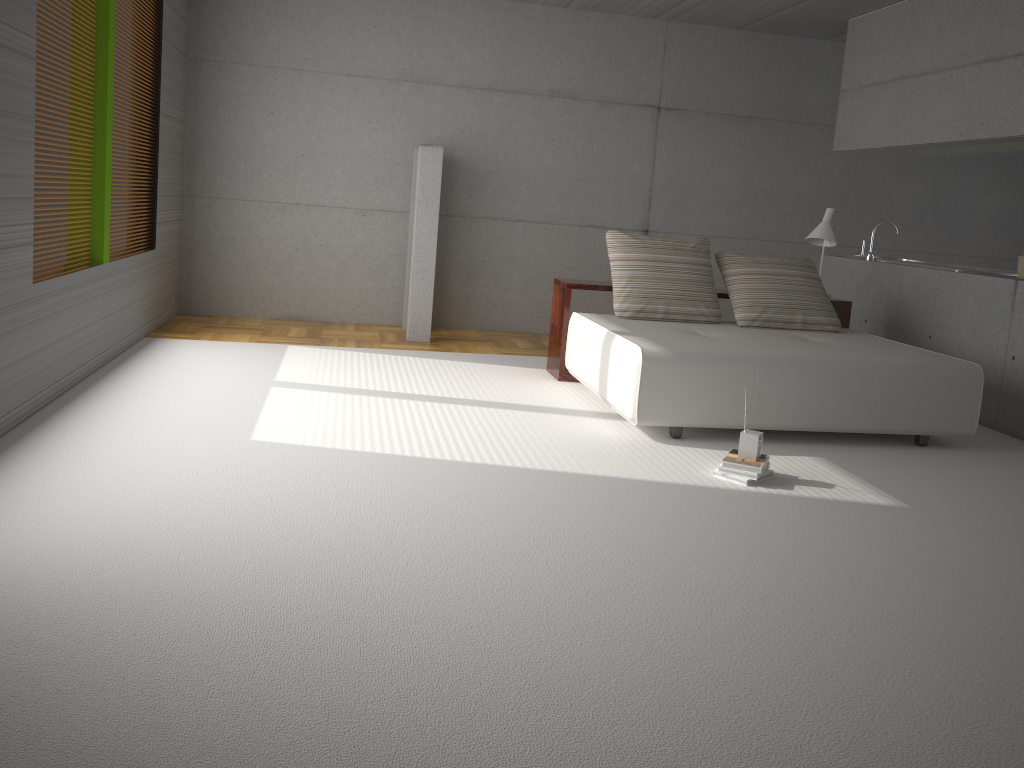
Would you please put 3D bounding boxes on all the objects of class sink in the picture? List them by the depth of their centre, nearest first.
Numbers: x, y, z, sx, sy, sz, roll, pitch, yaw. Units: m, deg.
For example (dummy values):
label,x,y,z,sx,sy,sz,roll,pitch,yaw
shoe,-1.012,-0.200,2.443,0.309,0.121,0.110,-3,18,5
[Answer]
label,x,y,z,sx,sy,sz,roll,pitch,yaw
sink,3.474,-1.074,7.422,0.765,0.534,1.724,3,11,-11

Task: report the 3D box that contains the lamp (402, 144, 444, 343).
label,x,y,z,sx,sy,sz,roll,pitch,yaw
lamp,-0.811,-1.273,7.938,0.200,1.675,0.807,3,8,-11

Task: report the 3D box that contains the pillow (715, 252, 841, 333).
label,x,y,z,sx,sy,sz,roll,pitch,yaw
pillow,1.936,-0.672,6.458,0.806,0.512,0.585,3,10,-10

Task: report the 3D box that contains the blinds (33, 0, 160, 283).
label,x,y,z,sx,sy,sz,roll,pitch,yaw
blinds,-2.574,-1.654,5.443,0.012,2.023,3.576,3,10,-11

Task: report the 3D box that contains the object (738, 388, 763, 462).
label,x,y,z,sx,sy,sz,roll,pitch,yaw
object,1.156,0.191,4.285,0.090,0.363,0.186,9,9,29

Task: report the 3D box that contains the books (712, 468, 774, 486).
label,x,y,z,sx,sy,sz,roll,pitch,yaw
books,1.141,0.441,4.358,0.191,0.032,0.265,15,15,42

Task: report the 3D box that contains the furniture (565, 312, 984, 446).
label,x,y,z,sx,sy,sz,roll,pitch,yaw
furniture,1.587,-0.063,5.813,2.167,0.517,1.633,2,11,-11

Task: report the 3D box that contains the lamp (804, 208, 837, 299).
label,x,y,z,sx,sy,sz,roll,pitch,yaw
lamp,2.428,-1.025,6.899,0.323,0.693,0.247,0,9,-29

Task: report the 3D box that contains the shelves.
label,x,y,z,sx,sy,sz,roll,pitch,yaw
shelves,1.431,-0.367,6.774,2.248,0.709,0.405,2,8,-11

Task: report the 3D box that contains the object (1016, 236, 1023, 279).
label,x,y,z,sx,sy,sz,roll,pitch,yaw
object,3.706,-0.936,6.113,0.368,0.437,0.337,0,10,-25

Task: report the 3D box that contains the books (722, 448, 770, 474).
label,x,y,z,sx,sy,sz,roll,pitch,yaw
books,1.153,0.378,4.353,0.190,0.032,0.267,9,12,23

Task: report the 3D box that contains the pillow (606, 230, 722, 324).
label,x,y,z,sx,sy,sz,roll,pitch,yaw
pillow,1.092,-0.768,6.343,0.800,0.604,0.496,3,9,-11

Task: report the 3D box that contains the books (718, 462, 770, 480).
label,x,y,z,sx,sy,sz,roll,pitch,yaw
books,1.144,0.409,4.354,0.190,0.032,0.266,11,13,28
